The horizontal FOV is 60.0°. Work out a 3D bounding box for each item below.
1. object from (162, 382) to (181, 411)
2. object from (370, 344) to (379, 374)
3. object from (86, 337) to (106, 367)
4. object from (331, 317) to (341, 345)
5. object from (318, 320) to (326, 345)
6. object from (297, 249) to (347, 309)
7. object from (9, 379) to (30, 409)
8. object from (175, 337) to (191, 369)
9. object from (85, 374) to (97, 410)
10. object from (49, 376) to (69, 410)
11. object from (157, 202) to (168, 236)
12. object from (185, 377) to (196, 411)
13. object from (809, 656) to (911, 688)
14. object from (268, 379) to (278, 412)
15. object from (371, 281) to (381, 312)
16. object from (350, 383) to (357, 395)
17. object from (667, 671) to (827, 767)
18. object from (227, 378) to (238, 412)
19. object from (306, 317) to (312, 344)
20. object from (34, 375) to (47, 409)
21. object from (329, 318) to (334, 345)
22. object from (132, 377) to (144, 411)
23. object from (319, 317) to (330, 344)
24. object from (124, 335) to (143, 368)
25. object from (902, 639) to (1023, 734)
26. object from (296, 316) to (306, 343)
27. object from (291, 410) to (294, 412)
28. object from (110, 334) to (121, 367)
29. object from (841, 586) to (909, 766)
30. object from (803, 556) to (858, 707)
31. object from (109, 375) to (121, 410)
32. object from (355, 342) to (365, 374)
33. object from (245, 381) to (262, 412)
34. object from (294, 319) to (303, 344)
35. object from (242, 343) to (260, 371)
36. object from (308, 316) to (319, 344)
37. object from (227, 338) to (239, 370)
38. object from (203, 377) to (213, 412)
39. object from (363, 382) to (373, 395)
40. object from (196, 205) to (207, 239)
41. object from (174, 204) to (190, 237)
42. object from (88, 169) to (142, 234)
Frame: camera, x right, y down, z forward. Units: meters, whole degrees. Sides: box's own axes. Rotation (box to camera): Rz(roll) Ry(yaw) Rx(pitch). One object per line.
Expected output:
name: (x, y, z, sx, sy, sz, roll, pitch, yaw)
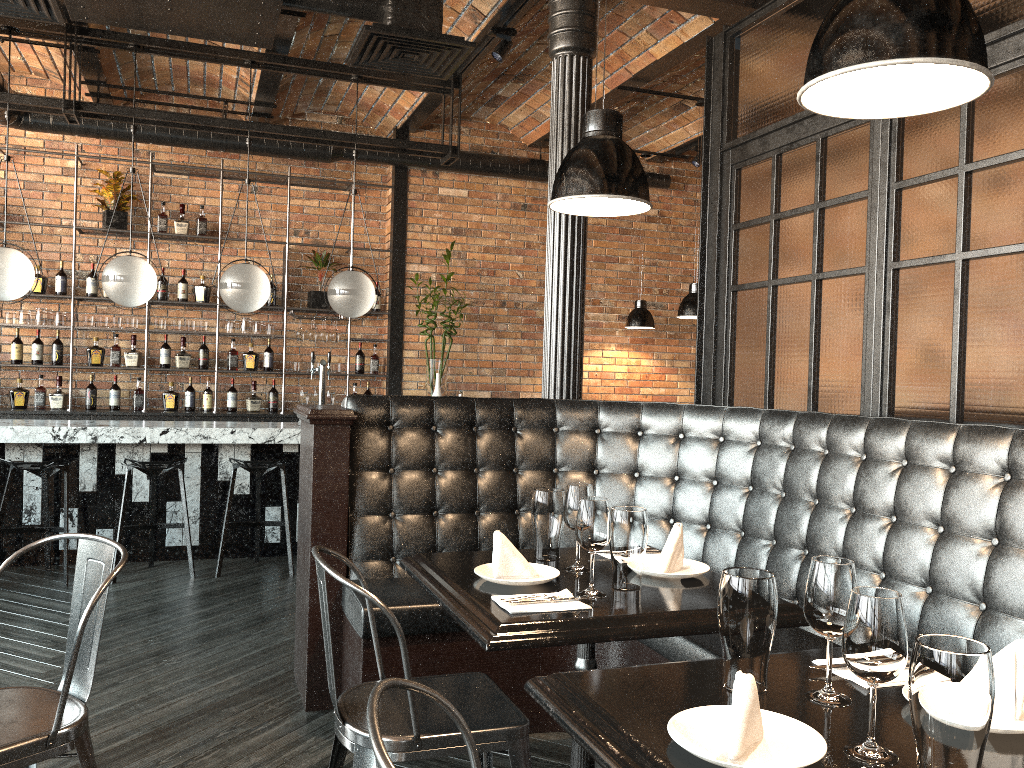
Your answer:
object: (-2.942, 0.109, 7.654, 0.151, 0.248, 0.094, 2, 1, -11)
object: (-1.275, -0.228, 8.236, 0.083, 0.282, 0.083, 2, 1, -9)
object: (-3.496, -0.269, 7.449, 0.151, 0.248, 0.094, 1, 1, -31)
object: (-1.590, -0.478, 8.022, 0.092, 0.244, 0.092, 2, 1, 20)
object: (-1.742, -0.484, 8.143, 0.092, 0.244, 0.092, 2, 1, 20)
object: (-1.723, -0.948, 8.025, 0.398, 0.560, 0.374, 2, 1, 43)
object: (-4.036, 0.080, 7.266, 0.151, 0.248, 0.094, 1, 1, -31)
object: (-2.844, -0.267, 7.666, 0.123, 0.279, 0.123, 1, 1, -31)
object: (-3.521, 0.068, 7.422, 0.086, 0.297, 0.086, 2, 1, 14)
object: (-3.755, 0.072, 7.351, 0.123, 0.279, 0.123, 2, 1, -6)
object: (-2.994, -1.418, 7.602, 0.083, 0.282, 0.083, 2, 1, -19)
object: (-2.800, 0.088, 7.718, 0.086, 0.298, 0.086, 2, 1, 29)
object: (0.695, 0.546, 1.710, 0.255, 0.019, 0.157, 2, 1, -19)
object: (-2.136, 0.104, 7.942, 0.086, 0.299, 0.086, 2, 1, 29)
object: (-1.261, -0.808, 8.257, 0.086, 0.298, 0.086, 2, 1, 34)
object: (-1.453, 0.130, 8.181, 0.083, 0.282, 0.083, 1, 1, -34)
object: (0.354, 0.485, 1.338, 0.232, 0.139, 0.232, 1, 1, -35)
object: (-2.468, 0.095, 7.829, 0.086, 0.298, 0.086, 2, 1, 29)
object: (-1.836, -0.487, 8.110, 0.092, 0.244, 0.092, 2, 1, 20)
object: (-3.890, 0.066, 7.318, 0.083, 0.282, 0.083, 2, 1, -19)
object: (-1.645, -0.482, 8.178, 0.092, 0.244, 0.092, 2, 1, 20)
object: (-3.187, 0.085, 7.567, 0.083, 0.282, 0.083, 1, 1, -34)
object: (-1.687, -0.481, 7.988, 0.092, 0.244, 0.092, 2, 1, 20)
object: (-3.215, -0.277, 7.534, 0.123, 0.279, 0.123, 2, 1, -6)
object: (0.791, 0.496, 1.505, 0.232, 0.139, 0.232, 2, 1, 42)
object: (-1.884, -0.486, 7.918, 0.092, 0.244, 0.092, 2, 1, 20)
object: (-1.761, 0.255, 8.017, 0.437, 0.019, 0.273, 2, 1, -19)
object: (-3.350, -0.283, 7.501, 0.083, 0.282, 0.083, 2, 1, -19)
object: (0.540, 0.432, 1.324, 0.092, 0.244, 0.092, 2, 1, 31)
object: (0.559, 0.430, 1.555, 0.092, 0.244, 0.092, 2, 1, -3)
object: (-3.361, 0.072, 7.513, 0.086, 0.298, 0.086, 2, 1, 29)
object: (-1.404, -0.241, 8.194, 0.086, 0.299, 0.086, 2, 1, 29)
object: (-2.291, 0.111, 7.870, 0.123, 0.279, 0.123, 1, 1, -31)
object: (-1.939, -0.489, 8.073, 0.092, 0.244, 0.092, 2, 1, 20)
object: (-2.316, -0.238, 7.867, 0.151, 0.248, 0.094, 2, 1, -11)
object: (-1.781, -0.483, 7.955, 0.092, 0.244, 0.092, 2, 1, 20)
object: (-2.460, -0.260, 7.816, 0.083, 0.282, 0.083, 1, 1, -34)
object: (-2.658, 0.092, 7.754, 0.080, 0.299, 0.080, 2, 1, -17)
object: (-1.339, 0.126, 8.236, 0.086, 0.298, 0.086, 2, 1, 29)
object: (-2.698, -1.410, 7.706, 0.083, 0.282, 0.083, 1, 1, -34)
object: (-2.847, -1.412, 7.655, 0.123, 0.279, 0.123, 2, 1, -16)
object: (-3.370, -1.550, 7.504, 0.425, 0.526, 0.430, 2, 1, -17)
